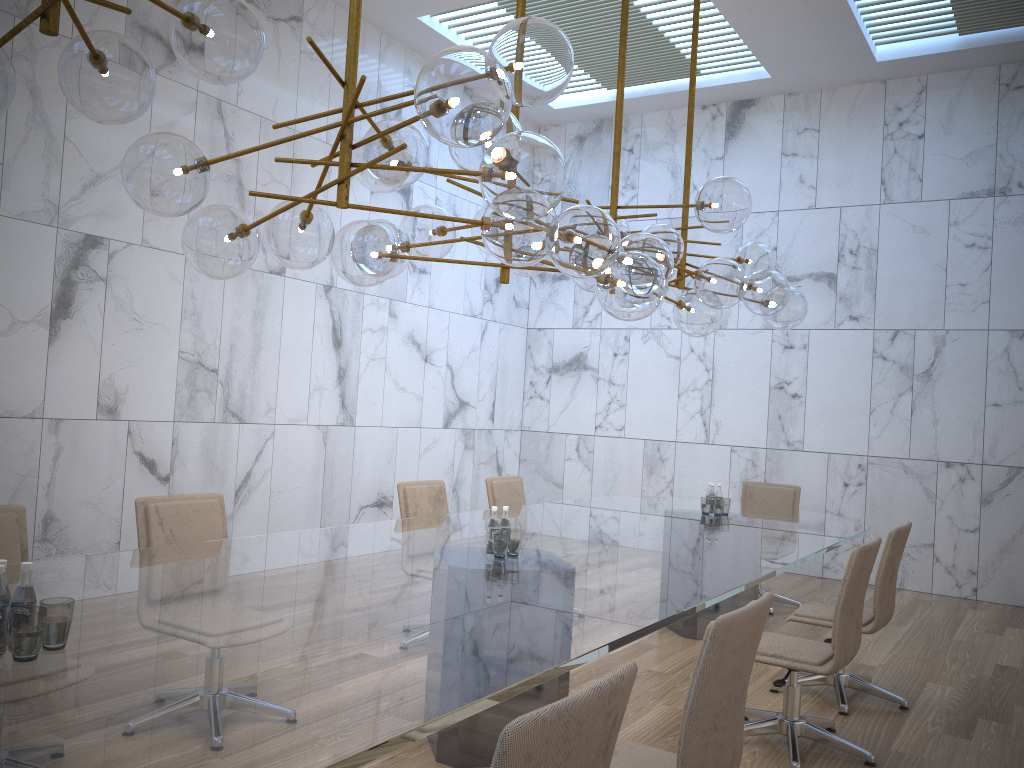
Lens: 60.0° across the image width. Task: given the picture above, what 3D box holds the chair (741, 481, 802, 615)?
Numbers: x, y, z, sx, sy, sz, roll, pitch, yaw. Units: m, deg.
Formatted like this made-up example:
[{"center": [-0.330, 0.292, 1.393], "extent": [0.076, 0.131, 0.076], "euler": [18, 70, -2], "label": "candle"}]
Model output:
[{"center": [2.070, 1.341, 7.424], "extent": [0.726, 1.000, 0.697], "euler": [2, -2, 32], "label": "chair"}]

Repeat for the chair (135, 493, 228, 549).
[{"center": [-1.355, 1.033, 4.021], "extent": [0.697, 1.000, 0.726], "euler": [2, -2, 32], "label": "chair"}]

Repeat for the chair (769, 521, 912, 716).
[{"center": [1.886, 1.258, 5.001], "extent": [0.697, 1.000, 0.726], "euler": [2, -2, 32], "label": "chair"}]

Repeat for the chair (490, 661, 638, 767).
[{"center": [-0.140, 1.038, 1.742], "extent": [0.697, 1.000, 0.726], "euler": [2, -2, 32], "label": "chair"}]

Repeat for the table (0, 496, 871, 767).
[{"center": [-0.071, 1.186, 3.982], "extent": [2.092, 0.835, 7.924], "euler": [2, -2, 32], "label": "table"}]

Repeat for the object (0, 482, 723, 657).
[{"center": [0.117, 0.681, 4.278], "extent": [0.124, 0.213, 5.189], "euler": [2, -2, 32], "label": "object"}]

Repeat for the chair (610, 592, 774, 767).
[{"center": [0.387, 1.095, 2.590], "extent": [0.697, 1.000, 0.726], "euler": [2, -2, 32], "label": "chair"}]

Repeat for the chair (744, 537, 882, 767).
[{"center": [1.362, 1.201, 4.159], "extent": [0.697, 1.000, 0.726], "euler": [2, -2, 32], "label": "chair"}]

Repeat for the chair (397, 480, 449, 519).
[{"center": [-0.382, 1.138, 5.587], "extent": [0.697, 1.000, 0.726], "euler": [2, -2, 32], "label": "chair"}]

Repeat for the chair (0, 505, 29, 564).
[{"center": [-1.876, 0.976, 3.184], "extent": [0.697, 1.000, 0.726], "euler": [2, -2, 32], "label": "chair"}]

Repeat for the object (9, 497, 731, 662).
[{"center": [0.149, 0.730, 4.239], "extent": [0.183, 0.117, 5.112], "euler": [2, -2, 32], "label": "object"}]

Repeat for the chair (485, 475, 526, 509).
[{"center": [0.145, 1.195, 6.435], "extent": [0.697, 1.000, 0.726], "euler": [2, -2, 32], "label": "chair"}]

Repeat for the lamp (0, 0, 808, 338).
[{"center": [0.034, -1.627, 3.966], "extent": [1.557, 2.716, 5.672], "euler": [2, -2, 32], "label": "lamp"}]
